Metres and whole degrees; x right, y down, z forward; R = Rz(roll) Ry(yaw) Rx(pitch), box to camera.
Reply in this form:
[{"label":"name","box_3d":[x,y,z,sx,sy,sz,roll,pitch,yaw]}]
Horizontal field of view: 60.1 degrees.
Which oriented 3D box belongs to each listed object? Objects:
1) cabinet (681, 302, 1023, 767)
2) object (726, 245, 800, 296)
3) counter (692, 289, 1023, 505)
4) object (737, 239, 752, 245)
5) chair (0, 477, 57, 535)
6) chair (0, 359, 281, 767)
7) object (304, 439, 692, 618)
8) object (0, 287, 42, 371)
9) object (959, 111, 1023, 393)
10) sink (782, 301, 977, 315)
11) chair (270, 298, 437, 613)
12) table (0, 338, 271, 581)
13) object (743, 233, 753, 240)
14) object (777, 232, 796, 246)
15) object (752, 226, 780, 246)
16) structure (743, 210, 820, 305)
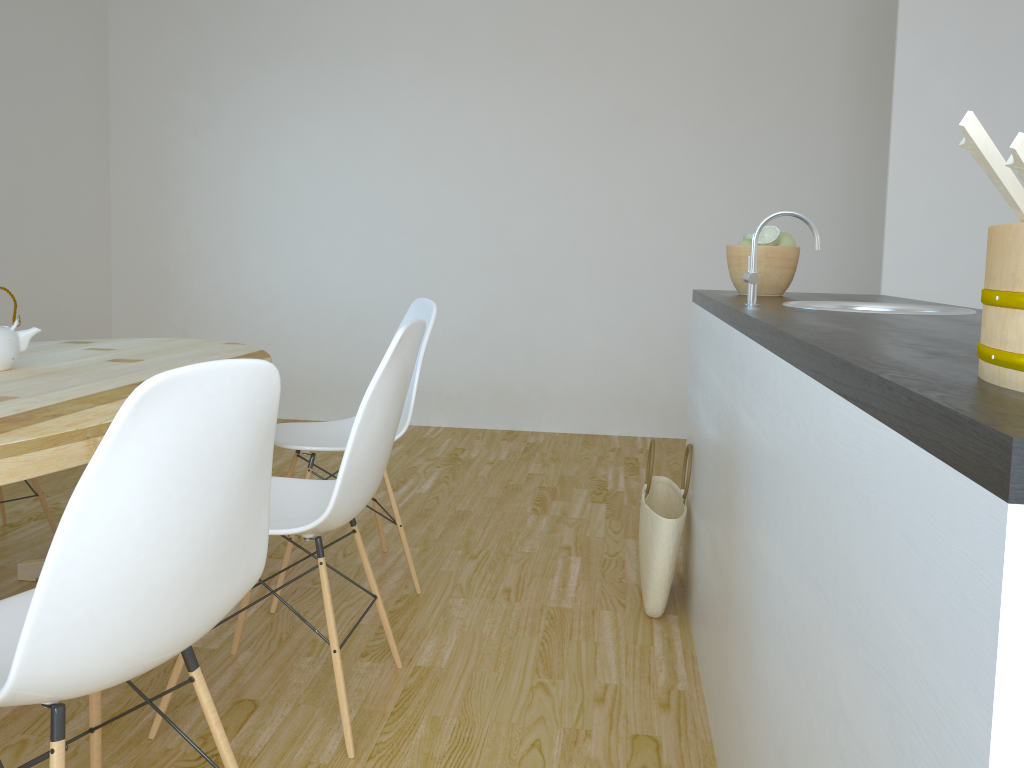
[{"label":"cabinet","box_3d":[0.730,0.364,1.716,0.601,0.904,2.416,2,8,7]},{"label":"object","box_3d":[0.719,-0.327,2.549,0.205,0.141,0.206,-3,8,-31]},{"label":"counter","box_3d":[0.742,-0.106,1.677,0.601,0.040,2.417,2,8,7]},{"label":"object","box_3d":[0.685,-0.374,2.538,0.081,0.085,0.098,-2,8,-28]},{"label":"chair","box_3d":[-1.843,0.118,2.973,0.524,0.896,0.431,6,7,37]},{"label":"chair","box_3d":[-0.628,0.393,1.317,0.524,0.896,0.431,4,6,27]},{"label":"object","box_3d":[0.003,0.425,2.606,1.189,0.499,0.474,-1,7,-15]},{"label":"object","box_3d":[-1.300,-0.139,2.211,0.177,0.210,0.148,2,6,6]},{"label":"object","box_3d":[0.586,-0.093,0.705,0.379,0.213,0.431,7,9,35]},{"label":"sink","box_3d":[0.813,-0.097,1.988,0.405,0.156,0.406,-5,10,-41]},{"label":"chair","box_3d":[-0.525,0.177,2.803,0.523,0.896,0.432,-1,6,-23]},{"label":"table","box_3d":[-1.270,0.356,2.046,1.193,0.721,2.205,2,8,5]},{"label":"object","box_3d":[0.722,-0.412,2.604,0.086,0.065,0.084,4,7,19]},{"label":"object","box_3d":[0.766,-0.385,2.528,0.087,0.098,0.102,5,7,28]},{"label":"object","box_3d":[0.711,-0.408,2.475,0.077,0.071,0.074,6,8,32]},{"label":"structure","box_3d":[0.614,-0.289,2.025,0.162,0.214,0.097,2,5,7]}]
